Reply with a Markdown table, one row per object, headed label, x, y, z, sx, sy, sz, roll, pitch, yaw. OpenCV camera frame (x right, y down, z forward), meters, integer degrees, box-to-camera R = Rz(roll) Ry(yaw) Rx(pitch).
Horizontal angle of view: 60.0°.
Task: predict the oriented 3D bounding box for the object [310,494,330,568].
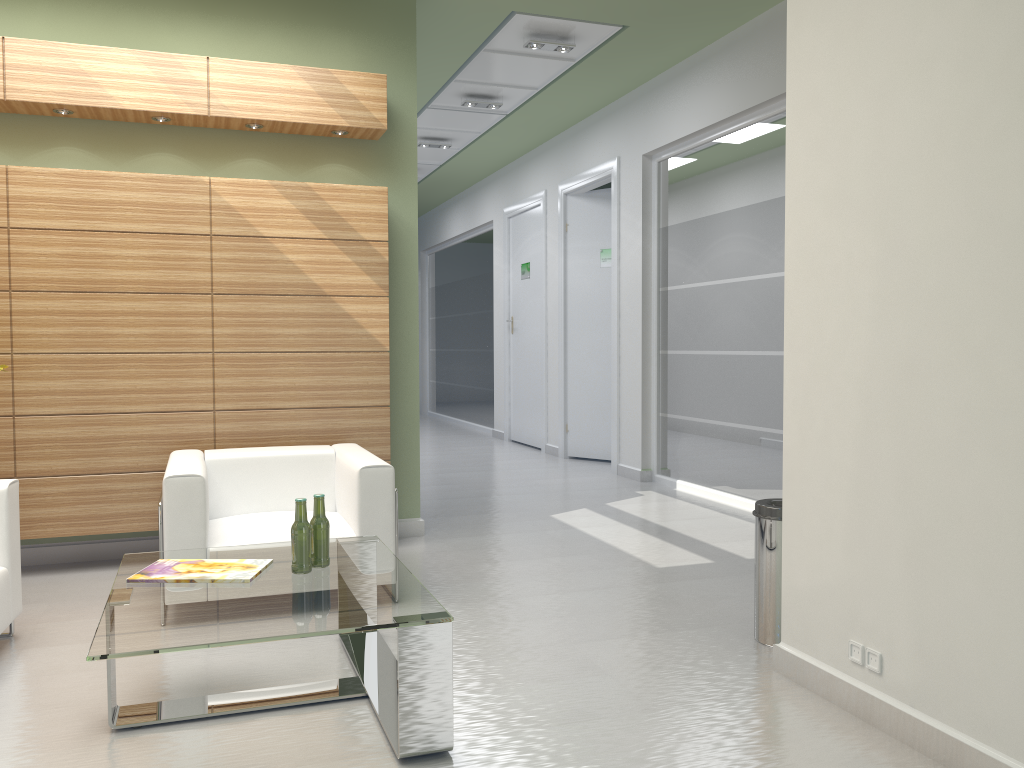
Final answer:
| label | x | y | z | sx | sy | sz | roll | pitch | yaw |
| --- | --- | --- | --- | --- | --- | --- | --- | --- | --- |
| object | -1.260 | 0.959 | 5.806 | 0.131 | 0.475 | 0.131 | 2 | 3 | 35 |

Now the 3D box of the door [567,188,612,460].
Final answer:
| label | x | y | z | sx | sy | sz | roll | pitch | yaw |
| --- | --- | --- | --- | --- | --- | --- | --- | --- | --- |
| door | 1.892 | -1.103 | 16.576 | 2.089 | 5.083 | 0.134 | 2 | 3 | 41 |

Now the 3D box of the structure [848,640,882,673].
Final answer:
| label | x | y | z | sx | sy | sz | roll | pitch | yaw |
| --- | --- | --- | --- | --- | --- | --- | --- | --- | --- |
| structure | 2.075 | 1.601 | 5.216 | 0.017 | 0.118 | 0.262 | -1 | 3 | -19 |

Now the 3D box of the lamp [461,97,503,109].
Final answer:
| label | x | y | z | sx | sy | sz | roll | pitch | yaw |
| --- | --- | --- | --- | --- | --- | --- | --- | --- | --- |
| lamp | -0.506 | -4.742 | 14.889 | 0.657 | 0.159 | 0.286 | -1 | 3 | -19 |

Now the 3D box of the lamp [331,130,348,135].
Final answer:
| label | x | y | z | sx | sy | sz | roll | pitch | yaw |
| --- | --- | --- | --- | --- | --- | --- | --- | --- | --- |
| lamp | -1.852 | -2.730 | 9.540 | 0.181 | 0.074 | 0.181 | -1 | 3 | -25 |

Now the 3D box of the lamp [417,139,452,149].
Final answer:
| label | x | y | z | sx | sy | sz | roll | pitch | yaw |
| --- | --- | --- | --- | --- | --- | --- | --- | --- | --- |
| lamp | -1.564 | -4.865 | 17.894 | 0.657 | 0.159 | 0.286 | -1 | 3 | -19 |

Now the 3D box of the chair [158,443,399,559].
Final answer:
| label | x | y | z | sx | sy | sz | roll | pitch | yaw |
| --- | --- | --- | --- | --- | --- | --- | --- | --- | --- |
| chair | -2.121 | 1.261 | 7.973 | 1.894 | 1.234 | 1.802 | -1 | 3 | -19 |

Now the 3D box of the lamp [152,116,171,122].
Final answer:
| label | x | y | z | sx | sy | sz | roll | pitch | yaw |
| --- | --- | --- | --- | --- | --- | --- | --- | --- | --- |
| lamp | -3.539 | -2.698 | 8.948 | 0.181 | 0.074 | 0.181 | -1 | 3 | -25 |

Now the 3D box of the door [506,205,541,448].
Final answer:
| label | x | y | z | sx | sy | sz | roll | pitch | yaw |
| --- | --- | --- | --- | --- | --- | --- | --- | --- | --- |
| door | 0.277 | -1.217 | 19.404 | 0.250 | 5.083 | 2.089 | -1 | 3 | -19 |

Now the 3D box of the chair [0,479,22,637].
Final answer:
| label | x | y | z | sx | sy | sz | roll | pitch | yaw |
| --- | --- | --- | --- | --- | --- | --- | --- | --- | --- |
| chair | -4.336 | 1.367 | 5.669 | 1.769 | 1.234 | 1.894 | -1 | 3 | -14 |

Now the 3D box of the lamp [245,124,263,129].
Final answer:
| label | x | y | z | sx | sy | sz | roll | pitch | yaw |
| --- | --- | --- | --- | --- | --- | --- | --- | --- | --- |
| lamp | -2.687 | -2.714 | 9.247 | 0.181 | 0.074 | 0.181 | 1 | 3 | 31 |

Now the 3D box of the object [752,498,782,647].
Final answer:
| label | x | y | z | sx | sy | sz | roll | pitch | yaw |
| --- | --- | --- | --- | --- | --- | --- | --- | --- | --- |
| object | 2.038 | 1.399 | 6.611 | 0.482 | 1.027 | 0.483 | 2 | 3 | 42 |

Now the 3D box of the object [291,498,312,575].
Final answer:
| label | x | y | z | sx | sy | sz | roll | pitch | yaw |
| --- | --- | --- | --- | --- | --- | --- | --- | --- | --- |
| object | -1.342 | 0.966 | 5.649 | 0.131 | 0.475 | 0.131 | 2 | 3 | 35 |

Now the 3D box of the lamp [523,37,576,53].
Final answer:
| label | x | y | z | sx | sy | sz | roll | pitch | yaw |
| --- | --- | --- | --- | --- | --- | --- | --- | --- | --- |
| lamp | 0.506 | -4.624 | 12.012 | 0.657 | 0.159 | 0.286 | -1 | 3 | -19 |

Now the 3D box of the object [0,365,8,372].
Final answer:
| label | x | y | z | sx | sy | sz | roll | pitch | yaw |
| --- | --- | --- | --- | --- | --- | --- | --- | --- | --- |
| object | -4.841 | 0.630 | 7.195 | 1.116 | 2.565 | 1.201 | 2 | 3 | 39 |

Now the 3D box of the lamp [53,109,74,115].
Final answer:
| label | x | y | z | sx | sy | sz | roll | pitch | yaw |
| --- | --- | --- | --- | --- | --- | --- | --- | --- | --- |
| lamp | -4.380 | -2.682 | 8.652 | 0.181 | 0.074 | 0.181 | 1 | 3 | 31 |

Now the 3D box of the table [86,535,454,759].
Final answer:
| label | x | y | z | sx | sy | sz | roll | pitch | yaw |
| --- | --- | --- | --- | --- | --- | --- | --- | --- | --- |
| table | -1.513 | 1.585 | 5.477 | 1.783 | 0.742 | 2.197 | -1 | 3 | -19 |

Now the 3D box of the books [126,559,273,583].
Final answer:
| label | x | y | z | sx | sy | sz | roll | pitch | yaw |
| --- | --- | --- | --- | --- | --- | --- | --- | --- | --- |
| books | -1.977 | 1.193 | 5.670 | 0.762 | 0.025 | 0.508 | 0 | 2 | 1 |
